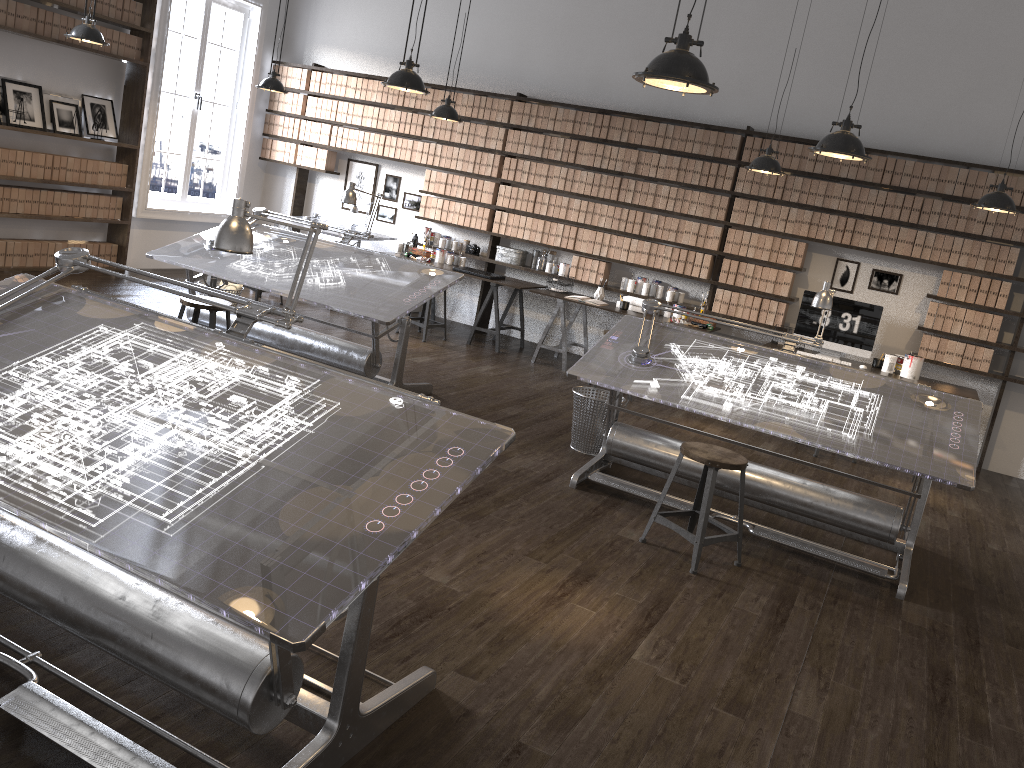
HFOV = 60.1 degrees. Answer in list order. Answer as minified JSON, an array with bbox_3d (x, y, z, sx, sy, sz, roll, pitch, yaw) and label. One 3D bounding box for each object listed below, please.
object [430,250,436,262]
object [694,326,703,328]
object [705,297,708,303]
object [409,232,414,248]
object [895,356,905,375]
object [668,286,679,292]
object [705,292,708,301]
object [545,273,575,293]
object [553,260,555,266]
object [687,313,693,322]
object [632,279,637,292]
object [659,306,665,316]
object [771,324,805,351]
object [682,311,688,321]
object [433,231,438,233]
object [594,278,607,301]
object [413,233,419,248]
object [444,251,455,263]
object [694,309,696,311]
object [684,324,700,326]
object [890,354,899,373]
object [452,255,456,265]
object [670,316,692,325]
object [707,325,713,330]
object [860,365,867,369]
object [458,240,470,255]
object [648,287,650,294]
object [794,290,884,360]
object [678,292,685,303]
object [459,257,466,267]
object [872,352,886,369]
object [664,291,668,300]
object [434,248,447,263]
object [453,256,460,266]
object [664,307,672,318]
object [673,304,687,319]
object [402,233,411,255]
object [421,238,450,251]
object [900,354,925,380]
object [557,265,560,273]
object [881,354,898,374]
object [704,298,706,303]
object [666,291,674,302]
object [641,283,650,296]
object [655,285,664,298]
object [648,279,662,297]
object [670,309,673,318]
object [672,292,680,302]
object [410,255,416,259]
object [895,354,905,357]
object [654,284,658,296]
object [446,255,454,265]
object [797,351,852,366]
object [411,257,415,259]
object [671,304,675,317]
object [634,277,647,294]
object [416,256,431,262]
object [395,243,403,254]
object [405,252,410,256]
[{"bbox_3d":[-0.815,-1.318,9.106,0.050,0.111,0.049,15,11,20],"label":"object"},{"bbox_3d":[1.614,-0.510,7.832,0.157,0.005,0.005,9,11,-10],"label":"object"},{"bbox_3d":[1.727,-0.703,7.975,0.008,0.184,0.072,7,11,-23],"label":"object"},{"bbox_3d":[-1.063,-1.466,9.250,0.069,0.235,0.068,15,11,21],"label":"object"},{"bbox_3d":[3.193,-0.145,7.274,0.068,0.153,0.069,11,10,0],"label":"object"},{"bbox_3d":[1.529,-0.860,8.452,0.094,0.129,0.095,13,11,11],"label":"object"},{"bbox_3d":[1.738,-0.724,7.987,0.020,0.226,0.007,4,12,-34],"label":"object"},{"bbox_3d":[0.465,-0.967,8.534,0.205,0.159,0.285,16,13,23],"label":"object"},{"bbox_3d":[0.422,-1.170,8.830,0.041,0.124,0.008,13,10,13],"label":"object"},{"bbox_3d":[1.614,-0.603,8.068,0.060,0.088,0.059,17,12,28],"label":"object"},{"bbox_3d":[1.166,-0.942,8.515,0.045,0.126,0.044,15,11,24],"label":"object"},{"bbox_3d":[1.402,-0.680,8.200,0.063,0.092,0.063,6,12,-25],"label":"object"},{"bbox_3d":[2.427,-0.408,7.738,0.285,0.159,0.205,14,12,16],"label":"object"},{"bbox_3d":[1.566,-0.613,8.019,0.050,0.111,0.049,16,11,27],"label":"object"},{"bbox_3d":[-0.845,-1.585,9.591,0.070,0.129,0.071,8,11,-19],"label":"object"},{"bbox_3d":[0.850,-0.907,8.492,0.101,0.207,0.102,7,11,-21],"label":"object"},{"bbox_3d":[-1.028,-1.472,9.327,0.069,0.228,0.068,15,11,21],"label":"object"},{"bbox_3d":[-0.649,-1.312,9.190,0.095,0.127,0.094,17,12,27],"label":"object"},{"bbox_3d":[1.641,-0.628,8.068,0.041,0.123,0.005,15,10,20],"label":"object"},{"bbox_3d":[1.602,-0.520,7.832,0.171,0.017,0.011,9,11,-7],"label":"object"},{"bbox_3d":[3.169,-0.168,7.357,0.097,0.142,0.096,20,14,40],"label":"object"},{"bbox_3d":[-0.610,-1.280,9.139,0.045,0.100,0.044,15,11,23],"label":"object"},{"bbox_3d":[1.512,-0.561,7.882,0.197,0.050,0.133,10,12,-5],"label":"object"},{"bbox_3d":[1.762,-0.504,7.860,0.049,0.037,0.049,17,13,27],"label":"object"},{"bbox_3d":[2.863,-0.139,7.216,0.059,0.028,0.107,15,13,20],"label":"object"},{"bbox_3d":[-0.499,-1.429,9.294,0.107,0.160,0.238,9,12,-11],"label":"object"},{"bbox_3d":[1.301,-0.896,8.485,0.054,0.100,0.054,20,13,40],"label":"object"},{"bbox_3d":[2.751,-0.477,7.510,0.646,0.513,0.205,16,11,24],"label":"object"},{"bbox_3d":[1.597,-0.816,8.371,0.061,0.095,0.062,4,13,-34],"label":"object"},{"bbox_3d":[-0.508,-1.257,9.125,0.061,0.093,0.062,8,11,-17],"label":"object"},{"bbox_3d":[3.088,-0.202,7.451,0.097,0.141,0.092,12,10,3],"label":"object"},{"bbox_3d":[1.475,-0.832,8.385,0.054,0.080,0.054,14,11,14],"label":"object"},{"bbox_3d":[-0.736,-1.318,9.112,0.105,0.140,0.104,14,11,16],"label":"object"},{"bbox_3d":[-0.570,-1.263,9.100,0.062,0.092,0.064,8,11,-17],"label":"object"},{"bbox_3d":[1.432,-0.661,8.138,0.061,0.093,0.062,8,11,-16],"label":"object"},{"bbox_3d":[1.527,-0.648,8.079,0.105,0.140,0.104,17,12,31],"label":"object"},{"bbox_3d":[-1.095,-1.454,9.187,0.069,0.228,0.068,15,11,21],"label":"object"},{"bbox_3d":[-0.794,-1.457,9.274,0.344,0.145,0.077,0,15,-43],"label":"object"},{"bbox_3d":[3.241,-0.134,7.176,0.144,0.194,0.146,10,11,-4],"label":"object"},{"bbox_3d":[0.474,-1.143,8.863,0.045,0.100,0.044,16,11,26],"label":"object"},{"bbox_3d":[3.100,-0.163,7.274,0.094,0.143,0.095,2,14,-39],"label":"object"},{"bbox_3d":[1.722,-0.699,7.969,0.006,0.178,0.021,20,13,42],"label":"object"},{"bbox_3d":[1.481,-0.822,8.298,0.061,0.095,0.062,4,13,-34],"label":"object"},{"bbox_3d":[1.269,-0.897,8.403,0.062,0.118,0.062,10,10,-8],"label":"object"},{"bbox_3d":[1.403,-0.874,8.418,0.062,0.118,0.062,10,10,-8],"label":"object"},{"bbox_3d":[1.356,-0.912,8.473,0.095,0.160,0.206,16,12,25],"label":"object"},{"bbox_3d":[1.459,-0.668,8.194,0.045,0.100,0.044,16,11,24],"label":"object"},{"bbox_3d":[1.540,-0.817,8.330,0.062,0.094,0.064,4,13,-34],"label":"object"},{"bbox_3d":[-1.004,-1.291,9.021,0.011,0.017,0.173,4,14,-34],"label":"object"},{"bbox_3d":[3.244,-0.169,7.427,0.095,0.143,0.094,20,14,40],"label":"object"},{"bbox_3d":[1.359,-0.892,8.459,0.045,0.126,0.045,20,13,41],"label":"object"},{"bbox_3d":[-0.637,-1.273,9.083,0.061,0.093,0.062,6,12,-26],"label":"object"},{"bbox_3d":[2.581,-0.211,7.330,0.440,0.017,0.119,15,13,19],"label":"object"},{"bbox_3d":[-1.014,-1.288,9.032,0.005,0.005,0.159,4,14,-31],"label":"object"},{"bbox_3d":[1.529,-0.668,8.195,0.095,0.127,0.094,15,11,20],"label":"object"},{"bbox_3d":[1.238,-0.945,8.515,0.095,0.160,0.094,15,11,20],"label":"object"},{"bbox_3d":[-0.901,-1.275,8.984,0.132,0.050,0.199,2,15,-36],"label":"object"},{"bbox_3d":[-1.174,-1.411,9.213,0.069,0.103,0.068,17,12,28],"label":"object"},{"bbox_3d":[-1.079,-1.345,9.158,0.049,0.037,0.049,15,12,20],"label":"object"}]
